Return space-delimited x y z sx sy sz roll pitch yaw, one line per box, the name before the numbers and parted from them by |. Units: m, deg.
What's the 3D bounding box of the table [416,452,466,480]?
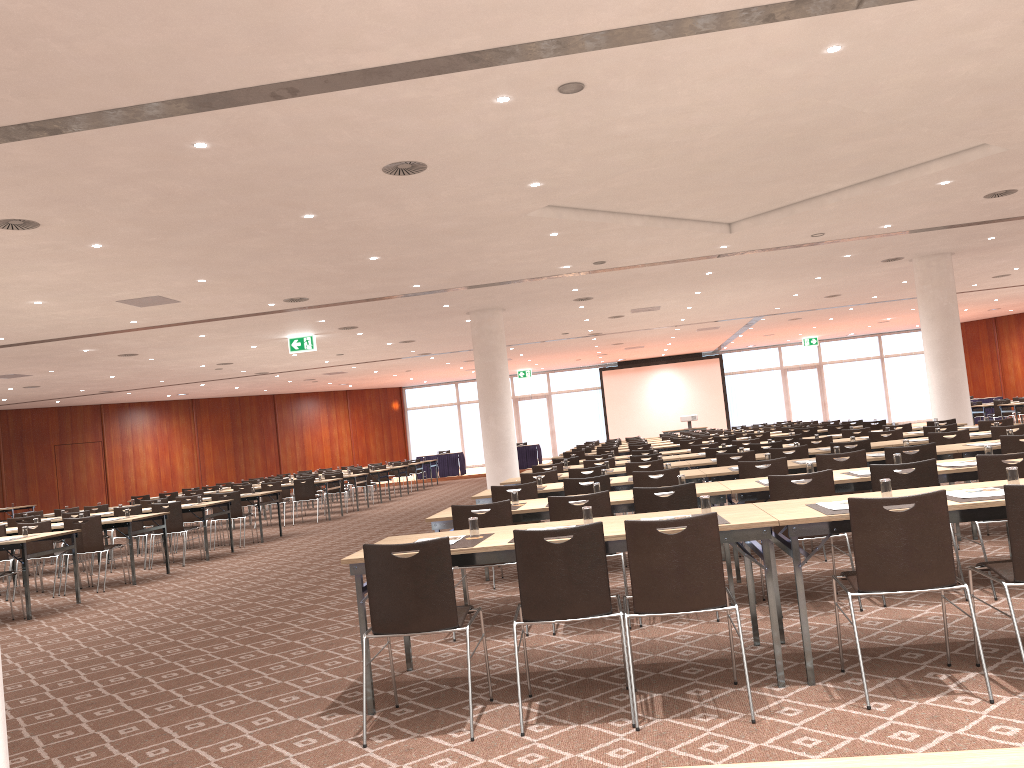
table | -2.595 2.978 32.291 1.712 0.832 1.042 -6 -3 7

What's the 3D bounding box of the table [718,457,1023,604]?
table | 2.807 1.076 6.718 2.267 0.832 0.953 -6 -3 7

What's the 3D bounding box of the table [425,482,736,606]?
table | 0.568 1.327 6.996 2.267 0.832 0.953 -6 -3 7

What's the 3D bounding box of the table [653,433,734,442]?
table | 5.024 1.833 24.067 2.267 0.832 0.953 -6 -3 7

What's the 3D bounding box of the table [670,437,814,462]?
table | 3.820 1.422 14.649 2.267 0.832 0.953 -6 -3 7

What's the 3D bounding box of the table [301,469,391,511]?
table | -4.371 2.770 23.219 2.267 0.832 0.953 -6 -3 7

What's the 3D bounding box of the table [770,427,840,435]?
table | 6.757 1.409 19.824 2.267 0.832 0.953 -6 -3 7

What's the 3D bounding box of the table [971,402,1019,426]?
table | 14.262 0.914 24.935 2.267 0.832 0.953 -6 -3 7

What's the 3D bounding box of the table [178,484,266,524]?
table | -6.864 2.934 21.514 2.267 0.832 0.953 -6 -3 7

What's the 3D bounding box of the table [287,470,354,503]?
table | -6.103 3.194 27.463 2.267 0.832 0.953 -6 -3 7

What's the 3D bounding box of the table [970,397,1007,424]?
table | 15.669 0.934 30.024 1.712 0.832 1.042 -6 -3 7

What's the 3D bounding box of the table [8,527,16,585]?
table | -8.067 2.523 12.096 2.267 0.832 0.953 -6 -3 7

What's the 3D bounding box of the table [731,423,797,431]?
table | 7.770 1.756 27.755 2.267 0.832 0.953 -6 -3 7

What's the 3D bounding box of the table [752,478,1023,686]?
table | 2.553 0.989 4.735 2.267 0.832 0.953 -6 -3 7

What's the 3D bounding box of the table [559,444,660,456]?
table | 2.278 1.911 20.380 2.267 0.832 0.953 -6 -3 7

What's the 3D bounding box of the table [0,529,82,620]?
table | -6.082 2.186 9.835 2.267 0.832 0.953 -6 -3 7

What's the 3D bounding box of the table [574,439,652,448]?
table | 3.038 2.170 26.328 2.267 0.832 0.953 -6 -3 7

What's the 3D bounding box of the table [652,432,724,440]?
table | 5.278 1.920 26.050 2.267 0.832 0.953 -6 -3 7

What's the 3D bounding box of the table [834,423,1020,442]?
table | 5.806 1.085 12.388 2.267 0.832 0.953 -6 -3 7

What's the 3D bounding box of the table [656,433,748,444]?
table | 4.771 1.747 22.084 2.267 0.832 0.953 -6 -3 7

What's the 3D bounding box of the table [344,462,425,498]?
table | -3.864 2.943 27.185 2.267 0.832 0.953 -6 -3 7

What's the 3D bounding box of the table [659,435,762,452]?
table | 4.517 1.660 20.102 2.267 0.832 0.953 -6 -3 7

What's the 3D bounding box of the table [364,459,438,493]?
table | -3.611 3.030 29.168 2.267 0.832 0.953 -6 -3 7

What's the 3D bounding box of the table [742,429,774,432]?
table | 7.264 1.582 23.789 2.267 0.832 0.953 -6 -3 7

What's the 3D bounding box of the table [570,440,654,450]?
table | 2.785 2.084 24.345 2.267 0.832 0.953 -6 -3 7

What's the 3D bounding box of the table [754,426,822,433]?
table | 7.010 1.496 21.806 2.267 0.832 0.953 -6 -3 7

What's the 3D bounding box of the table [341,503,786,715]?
table | 0.314 1.240 5.013 2.267 0.832 0.953 -6 -3 7

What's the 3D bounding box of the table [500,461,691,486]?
table | 1.074 1.500 10.961 2.267 0.832 0.953 -6 -3 7

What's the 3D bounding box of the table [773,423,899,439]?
table | 6.503 1.323 17.841 2.267 0.832 0.953 -6 -3 7

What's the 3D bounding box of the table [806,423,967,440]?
table | 6.060 1.171 14.371 2.267 0.832 0.953 -6 -3 7

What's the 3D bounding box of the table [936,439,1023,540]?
table | 5.299 0.912 8.423 2.267 0.832 0.953 -6 -3 7

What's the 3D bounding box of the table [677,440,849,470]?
table | 3.567 1.335 12.666 2.267 0.832 0.953 -6 -3 7

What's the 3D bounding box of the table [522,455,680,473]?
table | 1.328 1.586 12.944 2.267 0.832 0.953 -6 -3 7

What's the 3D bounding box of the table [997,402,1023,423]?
table | 14.009 0.827 22.952 2.267 0.832 0.953 -6 -3 7

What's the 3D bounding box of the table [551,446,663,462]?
table | 2.025 1.824 18.397 2.267 0.832 0.953 -6 -3 7

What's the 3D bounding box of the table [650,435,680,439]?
table | 5.531 2.006 28.033 2.267 0.832 0.953 -6 -3 7

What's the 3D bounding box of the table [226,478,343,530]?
table | -4.878 2.597 19.254 2.267 0.832 0.953 -6 -3 7

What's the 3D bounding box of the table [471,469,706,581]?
table | 0.821 1.413 8.979 2.267 0.832 0.953 -6 -3 7

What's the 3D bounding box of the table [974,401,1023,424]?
table | 14.515 1.000 26.917 2.267 0.832 0.953 -6 -3 7

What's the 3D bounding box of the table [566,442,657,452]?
table | 2.532 1.997 22.362 2.267 0.832 0.953 -6 -3 7

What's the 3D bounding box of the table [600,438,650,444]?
table | 3.292 2.257 28.311 2.267 0.832 0.953 -6 -3 7

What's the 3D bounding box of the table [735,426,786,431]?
table | 7.517 1.669 25.772 2.267 0.832 0.953 -6 -3 7

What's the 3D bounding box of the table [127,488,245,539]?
table | -7.117 2.848 19.532 2.267 0.832 0.953 -6 -3 7

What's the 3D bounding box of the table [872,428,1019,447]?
table | 5.553 0.998 10.405 2.267 0.832 0.953 -6 -3 7

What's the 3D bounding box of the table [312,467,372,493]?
table | -5.850 3.280 29.446 2.267 0.832 0.953 -6 -3 7

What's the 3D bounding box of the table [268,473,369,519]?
table | -4.624 2.683 21.236 2.267 0.832 0.953 -6 -3 7

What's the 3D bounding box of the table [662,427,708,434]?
table | 6.114 2.004 31.226 1.540 0.832 0.953 -6 -3 7

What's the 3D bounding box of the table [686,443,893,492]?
table | 3.314 1.249 10.683 2.267 0.832 0.953 -6 -3 7

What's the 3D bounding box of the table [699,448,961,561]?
table | 3.060 1.162 8.701 2.267 0.832 0.953 -6 -3 7

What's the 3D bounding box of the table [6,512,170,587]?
table | -5.828 2.272 11.818 2.267 0.832 0.953 -6 -3 7

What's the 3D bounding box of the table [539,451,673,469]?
table | 1.581 1.673 14.927 2.267 0.832 0.953 -6 -3 7

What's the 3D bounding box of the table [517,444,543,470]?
table | 0.211 2.664 31.942 1.712 0.832 1.042 -6 -3 7

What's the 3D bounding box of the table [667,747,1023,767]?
table | -0.198 1.065 1.004 2.267 0.832 0.953 -6 -3 7

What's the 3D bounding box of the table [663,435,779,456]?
table | 4.264 1.573 18.119 2.267 0.832 0.953 -6 -3 7
